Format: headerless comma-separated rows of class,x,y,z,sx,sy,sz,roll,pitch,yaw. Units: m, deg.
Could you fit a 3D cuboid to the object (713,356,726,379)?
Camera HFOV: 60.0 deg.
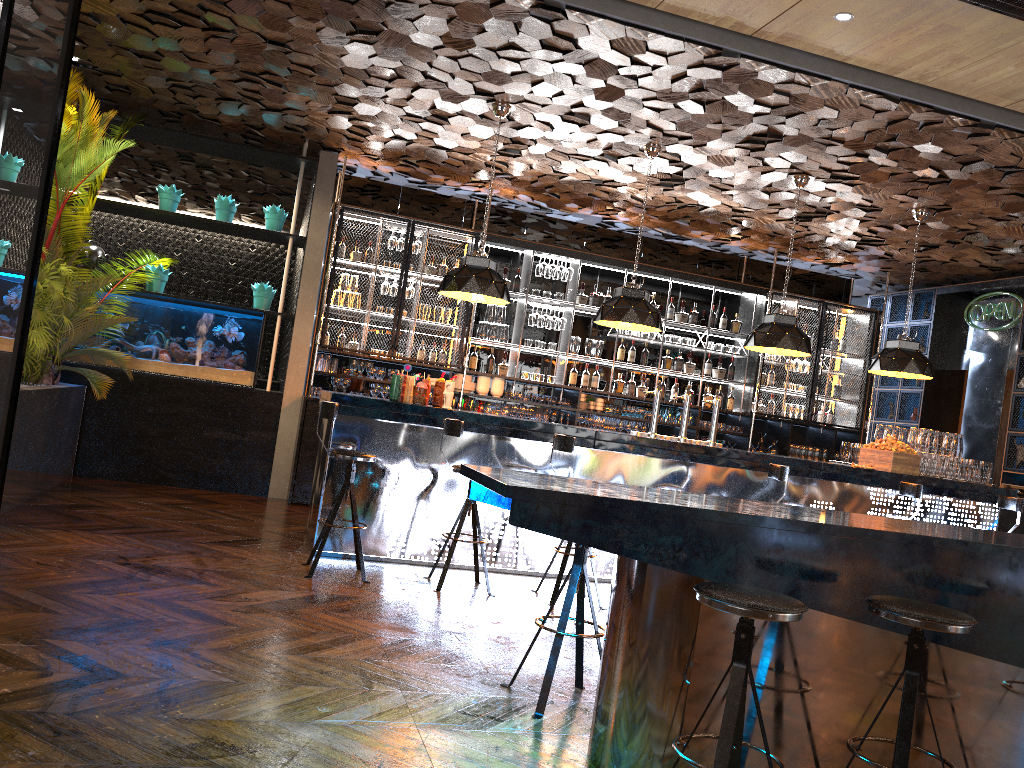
object,2.490,-0.193,10.632,0.123,0.279,0.123,9,-2,-26

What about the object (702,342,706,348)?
object,2.335,-0.451,10.681,0.089,0.092,0.089,7,-2,29

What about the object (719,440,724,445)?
object,2.529,0.759,10.728,0.107,0.152,0.107,9,-2,-9

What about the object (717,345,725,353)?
object,2.526,-0.422,10.744,0.089,0.092,0.089,9,-2,-30

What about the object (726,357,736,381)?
object,2.648,-0.180,10.693,0.086,0.299,0.086,7,-2,33

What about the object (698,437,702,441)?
object,2.261,0.721,10.663,0.106,0.148,0.106,8,-2,3

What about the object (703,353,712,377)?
object,2.351,-0.225,10.615,0.086,0.298,0.086,7,-2,33

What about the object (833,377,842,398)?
object,4.078,0.047,11.088,0.083,0.282,0.083,8,-2,-5

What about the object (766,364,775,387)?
object,3.169,-0.098,10.849,0.086,0.298,0.086,7,-2,33

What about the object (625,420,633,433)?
object,1.339,0.532,10.155,0.091,0.229,0.091,7,-2,32

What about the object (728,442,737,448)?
object,2.599,0.763,10.492,0.107,0.152,0.107,8,-2,10

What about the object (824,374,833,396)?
object,3.948,0.019,11.056,0.086,0.299,0.086,7,-2,33

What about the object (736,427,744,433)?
object,2.698,0.546,10.494,0.088,0.070,0.098,8,-2,-6

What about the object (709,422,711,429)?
object,2.358,0.489,10.413,0.084,0.082,0.084,8,-2,2

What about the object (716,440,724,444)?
object,2.435,0.740,10.470,0.106,0.148,0.106,8,-2,-6

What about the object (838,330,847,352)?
object,4.159,-0.525,11.132,0.086,0.298,0.086,7,-2,38

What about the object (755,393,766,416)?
object,3.008,0.253,10.781,0.123,0.279,0.123,9,-2,-26

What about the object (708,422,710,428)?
object,2.350,0.491,10.512,0.084,0.082,0.084,8,-2,12

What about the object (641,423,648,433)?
object,1.519,0.560,10.202,0.091,0.229,0.091,10,-2,-43

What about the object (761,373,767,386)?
object,3.023,-0.096,10.794,0.151,0.248,0.094,8,-2,-6

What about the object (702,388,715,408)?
object,2.349,0.169,10.611,0.151,0.248,0.094,8,-2,-6

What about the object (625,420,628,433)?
object,1.343,0.536,10.273,0.091,0.229,0.091,8,-2,16

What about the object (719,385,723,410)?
object,2.496,0.166,10.666,0.086,0.298,0.086,7,-2,33

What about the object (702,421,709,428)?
object,2.265,0.475,10.388,0.084,0.082,0.084,9,-2,-14

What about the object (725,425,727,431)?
object,2.563,0.530,10.609,0.088,0.070,0.098,8,-2,8

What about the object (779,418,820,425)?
object,3.526,0.463,10.884,0.437,0.019,0.273,9,-2,-15

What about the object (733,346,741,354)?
object,2.693,-0.401,10.634,0.089,0.092,0.089,9,-2,-30

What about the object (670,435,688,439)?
object,1.872,0.664,10.395,0.356,0.134,0.206,8,-2,-8

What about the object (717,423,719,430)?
object,2.429,0.502,10.534,0.084,0.082,0.084,9,-2,-9

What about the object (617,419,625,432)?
object,1.242,0.517,10.122,0.091,0.229,0.091,9,-2,-29

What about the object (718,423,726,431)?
object,2.472,0.506,10.444,0.084,0.082,0.084,9,-2,-33

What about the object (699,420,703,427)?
object,2.187,0.463,10.369,0.084,0.082,0.084,9,-2,-23

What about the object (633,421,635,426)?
object,1.434,0.550,10.296,0.091,0.229,0.091,9,-2,-22

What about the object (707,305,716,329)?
object,2.398,-0.795,10.616,0.086,0.299,0.086,7,-2,33

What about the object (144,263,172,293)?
object,-3.567,-1.059,8.873,0.245,0.325,0.265,7,-2,39

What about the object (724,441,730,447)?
object,2.567,0.762,10.605,0.107,0.152,0.107,8,-2,-1

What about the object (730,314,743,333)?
object,2.705,-0.722,10.698,0.151,0.248,0.094,8,-2,13

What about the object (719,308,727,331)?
object,2.548,-0.772,10.687,0.086,0.298,0.086,7,-2,33

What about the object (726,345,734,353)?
object,2.599,-0.415,10.601,0.089,0.092,0.089,8,-2,24

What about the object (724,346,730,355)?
object,2.628,-0.406,10.785,0.089,0.092,0.089,8,-2,24

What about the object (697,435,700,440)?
object,2.153,0.684,10.343,0.089,0.174,0.089,7,-2,35

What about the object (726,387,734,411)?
object,2.638,0.188,10.692,0.080,0.299,0.080,9,-2,-13

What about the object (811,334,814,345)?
object,3.763,-0.579,10.993,0.083,0.282,0.083,9,-2,-30

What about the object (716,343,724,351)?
object,2.479,-0.433,10.607,0.089,0.092,0.089,9,-2,-16

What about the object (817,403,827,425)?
object,3.857,0.381,11.031,0.083,0.282,0.083,9,-2,-30

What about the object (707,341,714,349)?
object,2.349,-0.453,10.540,0.089,0.092,0.089,9,-2,-30

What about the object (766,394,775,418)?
object,3.167,0.267,10.842,0.086,0.299,0.086,7,-2,33

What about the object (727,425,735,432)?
object,2.588,0.531,10.515,0.088,0.070,0.098,8,-2,20

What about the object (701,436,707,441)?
object,2.239,0.698,10.428,0.089,0.174,0.089,7,-2,35

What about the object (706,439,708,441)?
object,2.324,0.723,10.437,0.106,0.148,0.106,8,-2,3

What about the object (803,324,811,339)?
object,3.612,-0.600,10.953,0.123,0.279,0.123,9,-2,-12

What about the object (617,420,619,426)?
object,1.252,0.522,10.248,0.091,0.229,0.091,8,-2,5

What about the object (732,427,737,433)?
object,2.669,0.544,10.588,0.098,0.070,0.088,8,-2,12

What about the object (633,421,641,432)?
object,1.427,0.546,10.178,0.091,0.229,0.091,8,-2,12

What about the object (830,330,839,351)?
object,4.031,-0.537,11.068,0.083,0.282,0.083,8,-2,0

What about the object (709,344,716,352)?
object,2.420,-0.437,10.740,0.089,0.092,0.089,9,-2,-30

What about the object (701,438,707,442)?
object,2.295,0.722,10.550,0.106,0.148,0.106,8,-2,17

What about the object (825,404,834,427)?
object,3.974,0.392,11.078,0.086,0.298,0.086,7,-2,33
